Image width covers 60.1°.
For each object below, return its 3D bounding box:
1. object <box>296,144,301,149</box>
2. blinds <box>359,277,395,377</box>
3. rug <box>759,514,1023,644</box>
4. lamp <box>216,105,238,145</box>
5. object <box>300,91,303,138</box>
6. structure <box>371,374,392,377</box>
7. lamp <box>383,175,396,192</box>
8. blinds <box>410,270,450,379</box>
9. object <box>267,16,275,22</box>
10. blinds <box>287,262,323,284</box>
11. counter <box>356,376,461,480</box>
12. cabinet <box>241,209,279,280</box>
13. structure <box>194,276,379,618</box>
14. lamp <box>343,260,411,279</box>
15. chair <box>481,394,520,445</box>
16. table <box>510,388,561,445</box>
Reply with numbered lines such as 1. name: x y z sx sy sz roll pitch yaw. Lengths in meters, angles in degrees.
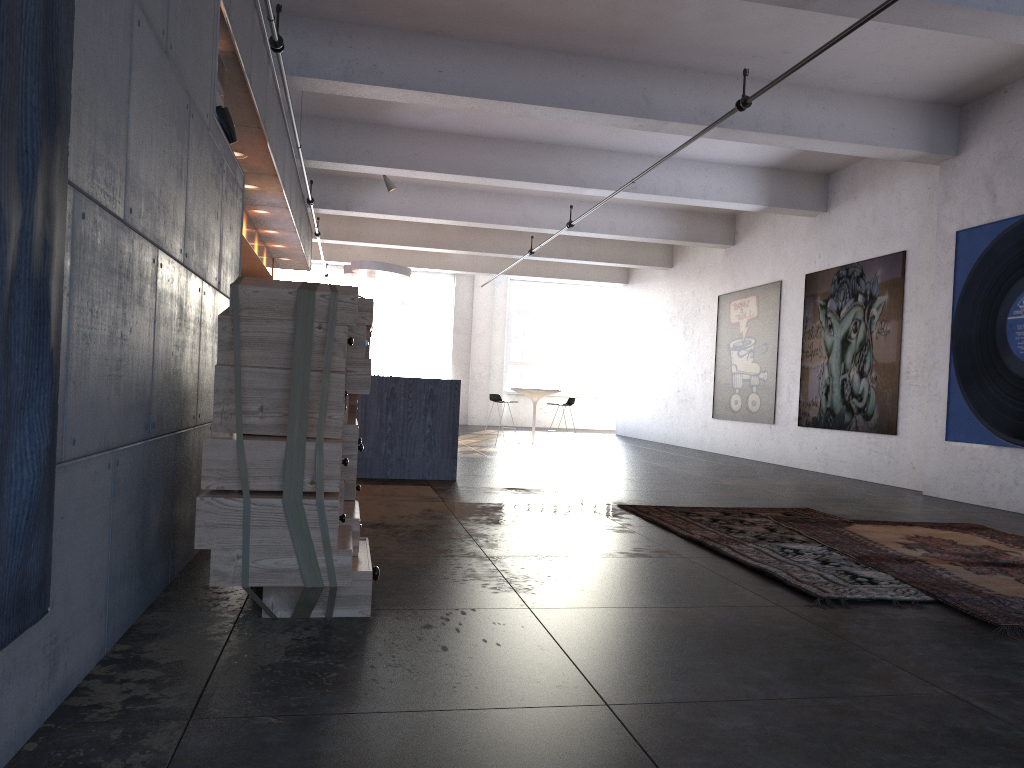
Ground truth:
1. object: -3.709 -0.326 11.127 0.052 0.053 0.062 3 0 -5
2. blinds: -3.315 -1.236 21.632 1.047 3.698 0.335 3 1 -16
3. rug: 2.746 1.022 5.058 1.880 0.048 3.516 3 -1 -1
4. lamp: -1.646 -1.433 4.968 0.216 0.259 0.168 3 0 -30
5. object: -3.666 -0.328 11.092 0.050 0.053 0.065 3 0 26
6. structure: -1.686 -0.078 10.624 0.516 0.072 0.634 3 -1 -11
7. lamp: -1.755 -2.889 12.668 0.226 0.287 0.129 3 0 -28
8. blinds: -1.970 -1.176 21.944 1.040 3.751 0.338 3 1 -15
9. object: -3.689 -0.370 11.138 0.064 0.051 0.052 3 0 -19
10. blinds: -4.988 -1.308 21.261 1.042 3.675 0.357 3 1 -13
11. counter: -1.670 0.423 11.587 1.152 0.971 6.597 3 -1 -11
12. cabinet: -4.270 -0.681 10.171 2.400 2.562 8.034 3 0 -11
13. structure: -0.902 0.211 3.947 0.643 1.315 1.896 3 0 -11
14. lamp: -2.253 -1.825 14.186 1.057 0.130 1.028 2 -1 35
15. chair: -0.176 0.619 14.789 0.515 0.895 0.454 2 0 -35
16. table: 0.384 0.560 15.242 0.836 0.952 0.821 3 0 -12
